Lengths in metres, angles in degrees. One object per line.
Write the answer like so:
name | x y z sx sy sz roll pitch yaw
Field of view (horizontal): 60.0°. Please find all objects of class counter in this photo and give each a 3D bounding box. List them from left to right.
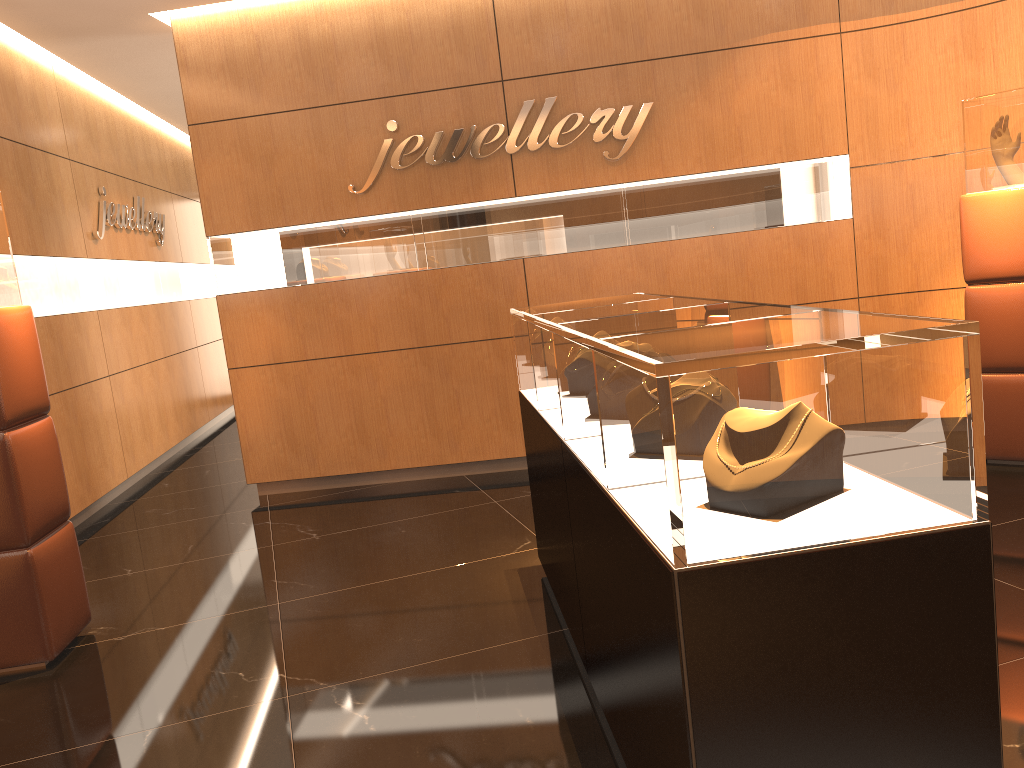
counter | 0.485 0.351 2.881 0.615 1.173 2.514 -8 8 -5

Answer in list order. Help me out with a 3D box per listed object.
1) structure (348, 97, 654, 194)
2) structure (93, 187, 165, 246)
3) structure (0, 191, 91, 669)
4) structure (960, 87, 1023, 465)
structure | -0.098 -1.587 5.785 2.050 0.442 0.034 -6 8 6
structure | -3.407 -1.483 7.965 0.034 0.442 2.050 -8 8 -5
structure | -2.260 0.182 3.734 0.498 1.968 0.484 -8 8 -5
structure | 2.792 -0.569 4.866 0.498 2.000 0.484 0 10 42
